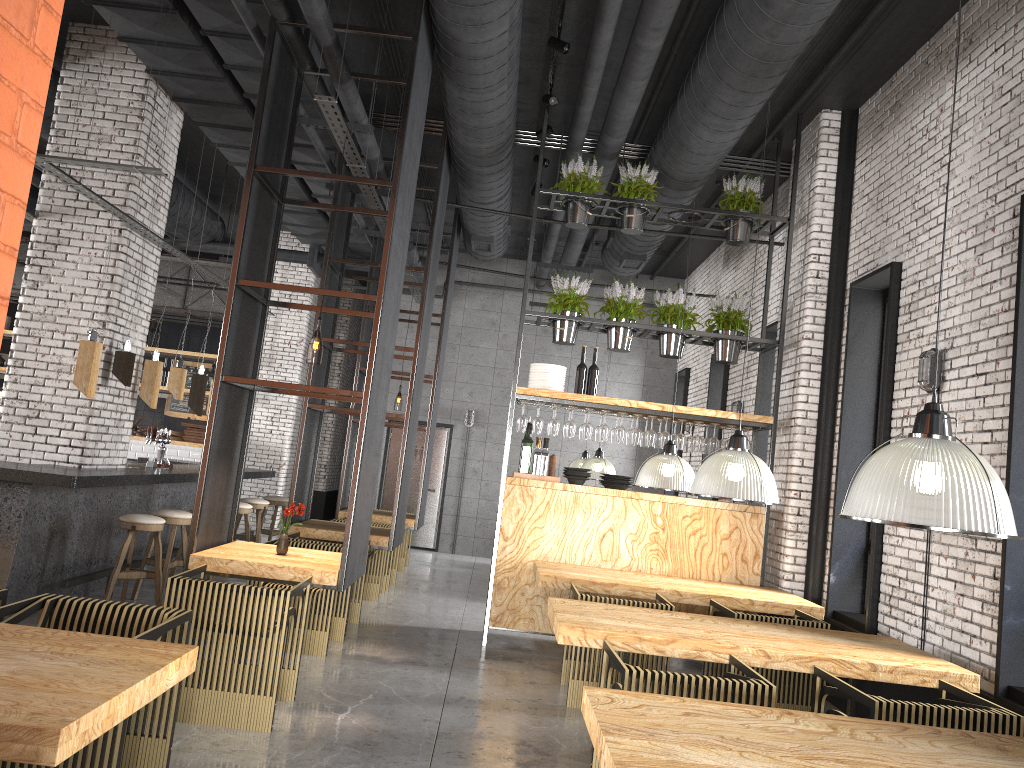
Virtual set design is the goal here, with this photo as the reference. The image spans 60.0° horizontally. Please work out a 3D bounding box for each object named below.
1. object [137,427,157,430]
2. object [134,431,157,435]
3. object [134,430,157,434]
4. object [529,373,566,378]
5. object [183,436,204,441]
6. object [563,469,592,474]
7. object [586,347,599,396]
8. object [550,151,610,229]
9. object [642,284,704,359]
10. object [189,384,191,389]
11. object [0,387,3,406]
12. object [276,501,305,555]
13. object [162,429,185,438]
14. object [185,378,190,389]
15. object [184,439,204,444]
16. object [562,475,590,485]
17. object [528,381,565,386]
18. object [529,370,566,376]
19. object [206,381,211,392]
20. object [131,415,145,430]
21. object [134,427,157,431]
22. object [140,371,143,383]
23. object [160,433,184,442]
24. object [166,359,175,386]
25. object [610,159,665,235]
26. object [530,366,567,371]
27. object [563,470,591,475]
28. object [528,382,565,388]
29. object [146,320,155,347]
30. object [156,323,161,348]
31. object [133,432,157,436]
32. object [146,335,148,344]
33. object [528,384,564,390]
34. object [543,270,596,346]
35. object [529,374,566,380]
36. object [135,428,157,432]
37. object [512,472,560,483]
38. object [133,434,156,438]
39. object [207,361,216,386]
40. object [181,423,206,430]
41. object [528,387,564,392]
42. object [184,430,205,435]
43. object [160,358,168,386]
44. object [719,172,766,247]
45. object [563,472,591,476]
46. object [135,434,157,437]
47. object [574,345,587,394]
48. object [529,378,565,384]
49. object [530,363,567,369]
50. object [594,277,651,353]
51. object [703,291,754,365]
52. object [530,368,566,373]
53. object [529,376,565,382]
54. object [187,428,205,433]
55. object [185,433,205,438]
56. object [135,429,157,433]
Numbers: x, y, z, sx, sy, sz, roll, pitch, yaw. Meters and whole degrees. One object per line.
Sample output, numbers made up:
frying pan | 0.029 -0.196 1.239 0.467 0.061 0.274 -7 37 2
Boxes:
object | -5.774 0.702 14.051 0.457 0.019 0.407 12 -7 -43
object | -5.776 0.783 14.044 0.457 0.019 0.406 10 -6 -32
object | -5.799 0.763 14.031 0.407 0.019 0.457 5 -5 13
object | 0.321 -0.068 8.061 0.334 0.043 0.334 8 -6 -17
object | -4.877 0.876 13.997 0.405 0.044 0.634 7 -5 2
object | 0.584 0.816 7.967 0.257 0.072 0.256 7 -5 -1
object | 0.742 -0.103 8.073 0.098 0.472 0.098 9 -7 -23
object | 0.627 -1.747 8.296 0.466 0.560 0.416 10 -7 -26
object | 1.483 -0.524 8.176 0.466 0.560 0.416 12 -8 -44
object | -5.167 0.006 14.372 0.118 0.181 0.118 12 -8 -41
object | -8.096 0.160 14.151 0.154 0.405 0.154 7 -6 -1
object | -1.481 0.964 5.935 0.170 0.356 0.156 12 -8 -42
object | -5.321 0.775 14.014 0.439 0.154 0.437 12 -7 -43
object | -5.288 -0.007 14.389 0.118 0.181 0.118 11 -8 -36
object | -4.882 0.920 13.992 0.405 0.044 0.634 7 -5 -5
object | 0.577 0.869 7.961 0.257 0.067 0.256 6 -5 7
object | 0.312 0.005 8.053 0.334 0.040 0.334 11 -7 -36
object | 0.323 -0.087 8.065 0.334 0.041 0.334 10 -6 -31
object | -4.925 0.035 14.377 0.118 0.181 0.118 9 -7 -24
object | -5.932 0.645 13.947 0.241 0.339 0.487 8 -6 -14
object | -5.758 0.721 14.051 0.458 0.019 0.406 3 -6 33
object | -6.082 -0.114 14.500 0.165 0.231 0.198 10 -7 -30
object | -5.332 0.841 14.004 0.437 0.097 0.436 4 -6 24
object | -5.597 -0.174 14.546 0.098 0.472 0.098 6 -6 7
object | 1.147 -1.689 8.263 0.415 0.560 0.467 12 -8 -42
object | 0.328 -0.125 8.068 0.334 0.039 0.334 9 -6 -25
object | 0.583 0.820 7.966 0.256 0.072 0.257 10 -6 -28
object | 0.311 0.025 8.051 0.334 0.037 0.334 10 -6 -34
object | -5.884 -0.817 14.474 0.098 0.459 0.098 9 -7 -23
object | -5.889 -0.793 14.743 0.098 0.459 0.098 9 -7 -23
object | -5.771 0.800 14.042 0.458 0.019 0.405 4 -6 28
object | -5.991 -0.830 14.474 0.098 0.459 0.098 9 -7 -23
object | 0.308 0.044 8.050 0.334 0.046 0.334 9 -6 -19
object | 0.508 -0.644 8.128 0.415 0.560 0.467 11 -7 -35
object | 0.319 -0.049 8.059 0.335 0.039 0.334 6 -5 7
object | -5.754 0.737 14.048 0.458 0.019 0.406 2 -7 42
object | 0.214 0.843 8.009 0.411 0.050 0.410 7 -5 -1
object | -5.770 0.832 14.038 0.458 0.019 0.406 3 -6 35
object | -4.926 -0.131 14.570 0.157 0.555 0.105 6 -6 4
object | -4.906 0.688 13.954 0.406 0.094 0.635 7 -5 -3
object | 0.306 0.064 8.047 0.335 0.033 0.334 3 -7 38
object | -4.866 0.788 14.007 0.405 0.044 0.634 7 -5 0
object | -5.704 -0.187 14.545 0.098 0.472 0.098 8 -7 -12
object | 2.125 -1.576 8.242 0.416 0.560 0.466 6 -6 10
object | 0.581 0.838 7.965 0.257 0.075 0.256 4 -6 25
object | -5.751 0.817 14.032 0.406 0.019 0.458 10 -6 -28
object | 0.635 -0.116 8.073 0.098 0.472 0.098 9 -7 -23
object | 0.315 -0.014 8.056 0.334 0.039 0.334 10 -6 -34
object | 0.330 -0.145 8.071 0.334 0.039 0.334 9 -6 -26
object | 1.007 -0.581 8.167 0.467 0.560 0.415 7 -6 -6
object | 1.982 -0.469 8.137 0.416 0.560 0.466 5 -6 19
object | 0.325 -0.107 8.067 0.334 0.044 0.334 10 -6 -30
object | 0.317 -0.033 8.057 0.335 0.040 0.334 5 -6 22
object | -4.861 0.745 14.012 0.405 0.044 0.634 7 -5 -7
object | -4.871 0.832 14.002 0.405 0.044 0.634 7 -5 -4
object | -5.782 0.750 14.044 0.407 0.019 0.457 2 -7 42
